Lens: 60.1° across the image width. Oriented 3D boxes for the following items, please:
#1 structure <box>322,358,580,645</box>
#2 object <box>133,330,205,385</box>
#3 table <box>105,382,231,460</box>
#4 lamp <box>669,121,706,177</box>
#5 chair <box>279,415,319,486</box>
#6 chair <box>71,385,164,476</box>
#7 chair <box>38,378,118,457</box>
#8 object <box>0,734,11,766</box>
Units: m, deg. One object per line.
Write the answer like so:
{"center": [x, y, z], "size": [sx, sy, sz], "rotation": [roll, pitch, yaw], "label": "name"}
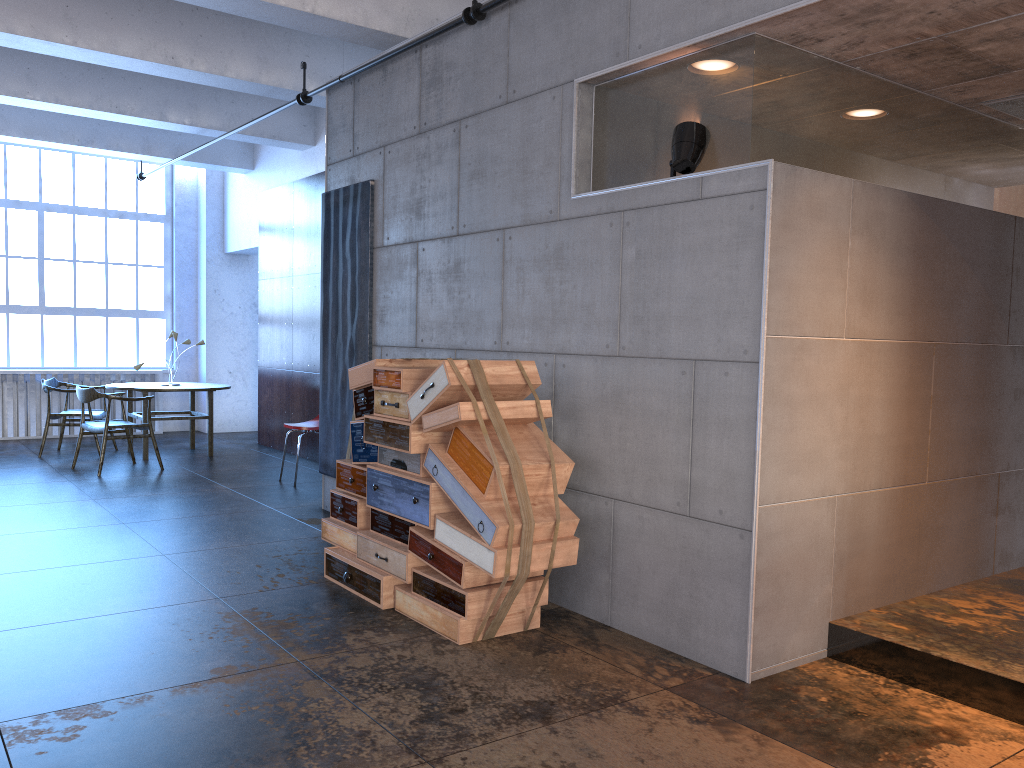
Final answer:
{"center": [-0.437, 0.506, 4.693], "size": [0.651, 1.317, 1.872], "rotation": [-1, 4, -36], "label": "structure"}
{"center": [-3.869, -0.301, 10.031], "size": [0.790, 0.625, 0.234], "rotation": [-1, 4, -34], "label": "object"}
{"center": [-3.898, 0.440, 10.092], "size": [1.303, 0.852, 1.315], "rotation": [2, 3, 8], "label": "table"}
{"center": [0.797, -1.049, 4.001], "size": [0.168, 0.259, 0.216], "rotation": [4, 4, 35], "label": "lamp"}
{"center": [-1.846, 0.457, 8.489], "size": [0.669, 0.989, 0.418], "rotation": [-1, 5, -36], "label": "chair"}
{"center": [-3.961, 0.447, 8.877], "size": [0.712, 0.865, 0.687], "rotation": [4, 5, 41], "label": "chair"}
{"center": [-4.857, 0.372, 9.923], "size": [0.678, 0.865, 0.721], "rotation": [1, 4, -10], "label": "chair"}
{"center": [2.476, 1.555, 1.251], "size": [20.143, 0.001, 26.620], "rotation": [-1, 3, -36], "label": "object"}
